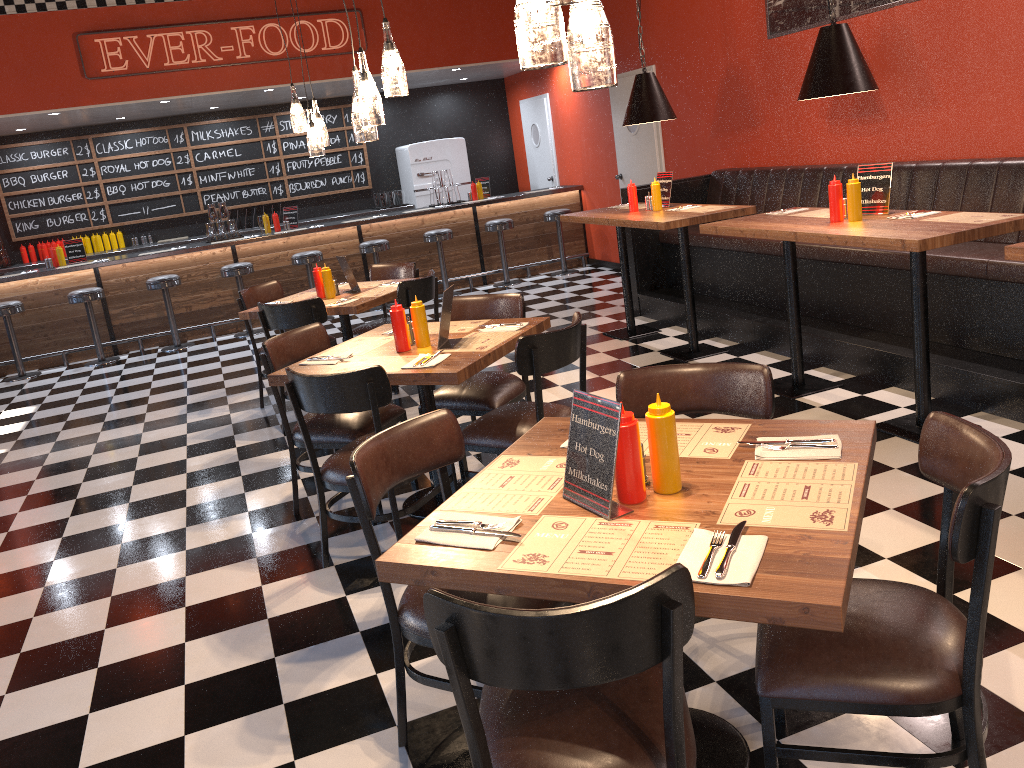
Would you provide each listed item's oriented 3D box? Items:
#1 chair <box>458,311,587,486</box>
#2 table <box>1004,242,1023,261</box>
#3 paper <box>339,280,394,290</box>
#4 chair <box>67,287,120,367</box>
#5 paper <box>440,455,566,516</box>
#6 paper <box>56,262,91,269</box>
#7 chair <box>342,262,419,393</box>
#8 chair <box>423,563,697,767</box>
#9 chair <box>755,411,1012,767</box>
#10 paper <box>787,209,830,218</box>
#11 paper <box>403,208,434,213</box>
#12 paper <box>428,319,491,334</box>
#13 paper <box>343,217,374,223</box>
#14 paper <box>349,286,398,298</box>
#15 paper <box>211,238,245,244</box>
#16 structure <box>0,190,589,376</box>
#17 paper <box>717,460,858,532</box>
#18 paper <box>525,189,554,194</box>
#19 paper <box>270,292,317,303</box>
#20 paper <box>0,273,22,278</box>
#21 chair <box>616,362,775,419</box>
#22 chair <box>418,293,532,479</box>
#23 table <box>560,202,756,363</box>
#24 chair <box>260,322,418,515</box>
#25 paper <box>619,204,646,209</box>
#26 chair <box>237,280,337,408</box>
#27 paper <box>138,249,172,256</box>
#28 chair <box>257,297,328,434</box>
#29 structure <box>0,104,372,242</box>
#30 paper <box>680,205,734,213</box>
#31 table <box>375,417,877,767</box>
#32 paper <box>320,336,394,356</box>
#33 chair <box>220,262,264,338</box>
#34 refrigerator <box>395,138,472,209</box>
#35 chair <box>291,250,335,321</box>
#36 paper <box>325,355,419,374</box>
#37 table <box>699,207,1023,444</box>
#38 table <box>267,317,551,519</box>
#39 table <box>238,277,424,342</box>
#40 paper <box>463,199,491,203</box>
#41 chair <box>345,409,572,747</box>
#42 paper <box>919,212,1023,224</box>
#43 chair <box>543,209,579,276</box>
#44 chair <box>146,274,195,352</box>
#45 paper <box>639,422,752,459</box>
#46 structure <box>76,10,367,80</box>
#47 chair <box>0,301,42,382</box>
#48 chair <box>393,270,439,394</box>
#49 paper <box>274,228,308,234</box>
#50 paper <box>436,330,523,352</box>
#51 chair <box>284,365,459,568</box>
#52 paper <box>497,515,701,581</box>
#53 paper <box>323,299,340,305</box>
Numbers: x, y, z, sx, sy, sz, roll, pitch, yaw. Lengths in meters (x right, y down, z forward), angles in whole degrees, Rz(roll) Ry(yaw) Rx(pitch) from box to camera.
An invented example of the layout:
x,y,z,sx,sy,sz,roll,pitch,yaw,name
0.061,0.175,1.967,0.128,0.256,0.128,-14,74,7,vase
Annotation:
x,y,z,sx,sy,sz,roll,pitch,yaw,name
0.085,0.154,3.884,0.545,0.859,0.491,2,16,35,chair
2.496,0.067,2.702,0.697,0.990,1.704,-12,15,-17,table
-1.071,-0.713,6.384,0.365,0.001,0.264,0,17,28,paper
-4.307,-0.599,9.118,0.348,0.767,0.352,0,15,31,chair
0.016,0.251,2.261,0.261,0.001,0.369,-1,17,25,paper
-4.603,-1.255,9.353,0.366,0.001,0.263,-12,16,-16,paper
-0.930,-0.440,6.603,0.487,0.859,0.549,2,17,38,chair
0.140,0.708,1.811,0.486,0.859,0.550,-7,13,5,chair
0.842,0.549,2.035,0.544,0.859,0.491,-3,14,19,chair
1.755,-0.954,4.945,0.261,0.001,0.368,-12,16,-15,paper
-1.108,-2.066,10.533,0.366,0.001,0.263,-12,16,-16,paper
-0.322,-0.283,4.407,0.365,0.001,0.264,-1,17,25,paper
-1.779,-1.902,10.277,0.366,0.001,0.263,-14,16,-21,paper
-0.897,-0.618,5.945,0.261,0.001,0.369,-1,17,26,paper
-3.152,-1.590,9.838,0.366,0.001,0.263,-12,16,-16,paper
-2.333,-1.170,10.042,7.059,1.030,0.217,-13,14,-18,structure
0.624,0.242,1.982,0.261,0.001,0.369,-1,17,25,paper
0.338,-2.395,10.999,0.365,0.001,0.263,-10,15,-7,paper
-1.500,-0.612,6.235,0.261,0.001,0.369,0,17,26,paper
-5.228,-1.108,9.134,0.366,0.001,0.263,-12,16,-16,paper
0.558,0.414,2.682,0.486,0.859,0.550,-3,14,21,chair
-0.163,0.001,4.580,0.486,0.859,0.550,-1,15,29,chair
1.065,-0.794,6.623,0.697,0.990,1.704,-12,15,-17,table
-0.865,0.160,4.356,0.544,0.859,0.491,-2,15,23,chair
1.014,-1.394,6.955,0.261,0.001,0.368,-12,16,-15,paper
-1.635,-0.307,6.478,0.544,0.859,0.491,-3,14,21,chair
-3.859,-1.432,9.620,0.366,0.001,0.263,-12,16,-16,paper
-1.278,-0.158,5.744,0.486,0.859,0.550,-3,14,21,chair
-4.124,-2.783,11.487,4.555,1.136,0.201,-13,14,-18,structure
1.331,-1.197,6.063,0.261,0.001,0.368,-12,16,-15,paper
0.384,0.611,2.222,0.959,0.766,0.966,-1,16,26,table
-0.730,-0.182,4.248,0.261,0.001,0.369,-1,16,24,paper
-2.906,-0.920,9.576,0.348,0.767,0.352,-3,14,21,chair
-1.005,-2.466,12.329,0.805,1.786,0.855,-12,14,-18,refrigerator
-2.206,-1.080,9.806,0.348,0.767,0.352,-1,15,26,chair
-0.582,-0.085,3.814,0.365,0.001,0.264,-1,17,25,paper
1.782,-0.362,4.658,0.697,0.990,1.704,-12,15,-17,table
-0.395,0.187,4.189,0.959,0.766,0.966,-1,16,26,table
-1.140,-0.250,6.189,0.956,0.766,0.970,-1,16,26,table
-0.409,-2.224,10.754,0.366,0.001,0.263,-13,16,-17,paper
-0.109,0.555,2.508,0.544,0.859,0.491,0,15,30,chair
2.104,-0.762,4.056,0.261,0.001,0.368,-12,16,-15,paper
0.594,-1.722,10.723,0.348,0.767,0.352,-1,15,26,chair
-3.607,-0.759,9.347,0.348,0.767,0.352,0,15,31,chair
0.442,0.149,2.418,0.365,0.001,0.264,0,17,27,paper
-2.968,-3.567,9.291,2.883,0.434,0.123,-13,14,-18,structure
-5.007,-0.438,8.888,0.348,0.767,0.352,-1,15,26,chair
-0.719,-0.290,5.941,0.544,0.859,0.491,-3,14,21,chair
-2.508,-1.736,10.043,0.366,0.001,0.263,-12,16,-16,paper
-0.146,-0.193,3.984,0.261,0.001,0.369,0,17,27,paper
-0.581,0.295,3.709,0.486,0.859,0.550,-1,15,26,chair
0.186,0.338,1.853,0.365,0.001,0.264,-1,17,25,paper
-1.338,-0.524,5.824,0.365,0.001,0.264,-1,17,26,paper
